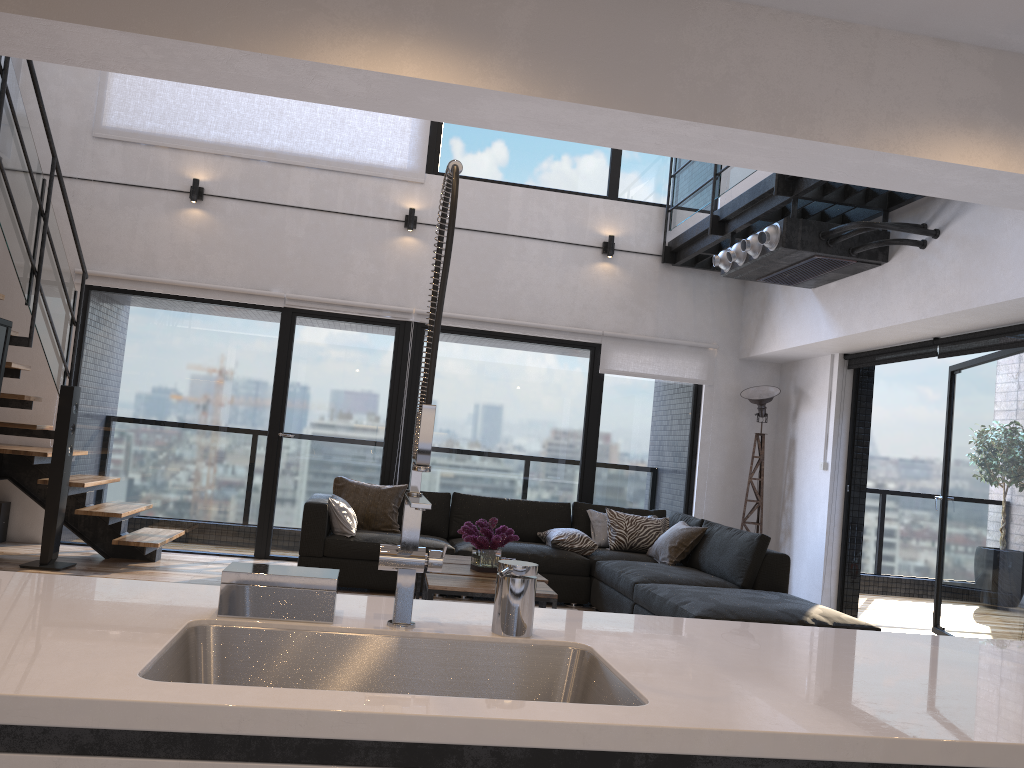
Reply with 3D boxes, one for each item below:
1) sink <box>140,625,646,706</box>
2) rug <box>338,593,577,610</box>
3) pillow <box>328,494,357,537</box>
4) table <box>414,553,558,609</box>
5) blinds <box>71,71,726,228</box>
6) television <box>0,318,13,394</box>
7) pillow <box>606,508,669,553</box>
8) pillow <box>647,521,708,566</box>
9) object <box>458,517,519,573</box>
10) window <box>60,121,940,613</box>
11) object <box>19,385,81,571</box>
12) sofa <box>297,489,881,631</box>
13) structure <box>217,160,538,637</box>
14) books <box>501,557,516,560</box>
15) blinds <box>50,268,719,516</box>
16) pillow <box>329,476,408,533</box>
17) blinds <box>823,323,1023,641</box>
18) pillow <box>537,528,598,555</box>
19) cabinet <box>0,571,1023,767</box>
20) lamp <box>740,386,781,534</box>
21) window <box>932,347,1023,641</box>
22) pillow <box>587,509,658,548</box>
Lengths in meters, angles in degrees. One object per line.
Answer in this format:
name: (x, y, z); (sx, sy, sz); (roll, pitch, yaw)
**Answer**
sink: (-0.184, 0.538, 1.376); (0.706, 0.203, 0.406); (6, -4, -9)
rug: (-0.188, 1.412, 4.988); (1.637, 0.003, 2.115); (6, -4, -9)
pillow: (-1.198, 0.934, 6.286); (0.212, 0.265, 0.499); (6, -4, -8)
table: (-0.183, 1.239, 5.035); (0.697, 0.350, 1.299); (6, -4, -8)
blinds: (-2.860, -2.729, 6.156); (10.213, 2.973, 1.995); (8, -5, -30)
television: (-2.870, -0.014, 4.452); (0.136, 0.782, 1.208); (6, -4, -8)
pillow: (0.970, 1.130, 6.776); (0.532, 0.314, 0.251); (6, -4, -5)
pillow: (1.176, 1.150, 6.396); (0.273, 0.309, 0.547); (6, -4, -9)
object: (-0.135, 0.899, 5.079); (0.342, 0.342, 0.375); (6, -4, -7)
window: (-0.694, -1.178, 5.692); (13.400, 5.562, 5.668); (6, -4, -9)
object: (-3.008, 0.612, 5.898); (0.271, 1.205, 0.271); (6, -4, -4)
sofa: (0.150, 1.149, 5.697); (3.044, 0.700, 3.001); (6, -4, -9)
structure: (-0.226, 0.034, 1.655); (0.507, 0.812, 0.393); (3, -4, 30)
books: (-0.100, 1.106, 5.568); (0.228, 0.013, 0.295); (5, -5, 12)
blinds: (-0.879, 0.391, 7.266); (5.370, 2.042, 0.096); (6, -4, -9)
pillow: (-1.097, 0.905, 6.646); (0.609, 0.382, 0.265); (6, -4, -8)
blinds: (3.515, 0.740, 4.997); (3.859, 2.050, 1.831); (2, -5, 35)
pillow: (0.408, 1.174, 6.657); (0.356, 0.177, 0.531); (6, -4, -11)
cabinet: (-0.243, -0.155, 0.785); (9.117, 2.869, 2.475); (6, -4, -9)
lamp: (1.656, 0.856, 7.281); (1.469, 1.825, 0.425); (7, -4, -24)
window: (3.141, 0.770, 5.633); (0.100, 2.048, 2.451); (5, -4, 8)
pillow: (0.880, 1.156, 6.918); (0.611, 0.293, 0.235); (6, -4, -8)
